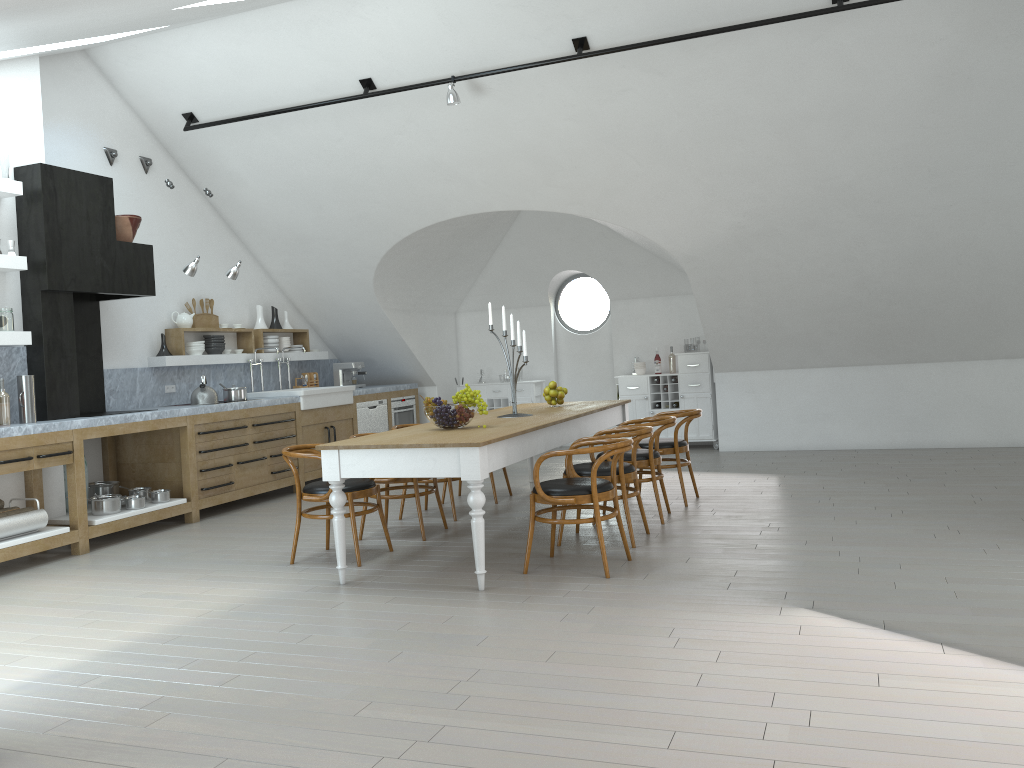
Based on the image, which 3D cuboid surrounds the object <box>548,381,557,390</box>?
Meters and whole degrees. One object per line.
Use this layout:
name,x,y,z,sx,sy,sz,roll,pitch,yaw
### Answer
object,0.338,0.010,7.323,0.072,0.074,0.072,-3,1,21

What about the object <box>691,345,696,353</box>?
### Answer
object,2.178,-0.420,10.703,0.077,0.085,0.077,-3,1,29

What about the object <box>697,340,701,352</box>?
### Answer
object,2.250,-0.455,10.669,0.046,0.143,0.046,-3,0,32

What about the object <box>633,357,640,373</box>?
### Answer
object,1.567,-0.242,11.184,0.115,0.209,0.065,-3,0,23

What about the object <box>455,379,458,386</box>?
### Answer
object,-0.697,0.050,11.564,0.088,0.269,0.029,-3,0,-6

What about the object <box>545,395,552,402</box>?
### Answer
object,0.297,0.116,7.288,0.059,0.056,0.059,-3,1,16

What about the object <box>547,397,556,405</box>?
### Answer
object,0.328,0.137,7.356,0.080,0.074,0.078,-4,1,-24

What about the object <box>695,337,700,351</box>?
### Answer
object,2.269,-0.480,10.826,0.063,0.187,0.063,-3,0,7

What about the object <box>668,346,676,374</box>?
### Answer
object,1.954,-0.293,10.814,0.085,0.331,0.085,-3,0,-20

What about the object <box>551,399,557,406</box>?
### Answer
object,0.346,0.152,7.291,0.049,0.050,0.051,-3,1,25

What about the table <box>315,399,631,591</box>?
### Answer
table,-0.011,0.640,6.371,1.018,0.799,3.352,-3,2,21

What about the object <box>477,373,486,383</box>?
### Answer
object,-0.404,-0.074,11.709,0.101,0.138,0.067,-3,0,21

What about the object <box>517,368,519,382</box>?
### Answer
object,0.069,-0.117,11.425,0.054,0.179,0.054,-3,0,-2

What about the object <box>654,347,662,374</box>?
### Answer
object,1.788,-0.285,10.884,0.081,0.329,0.081,-3,0,17

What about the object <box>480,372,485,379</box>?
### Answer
object,-0.401,-0.094,11.716,0.097,0.137,0.029,-3,0,24

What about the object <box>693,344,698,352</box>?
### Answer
object,2.232,-0.432,10.765,0.071,0.098,0.071,-3,1,29

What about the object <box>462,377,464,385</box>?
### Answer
object,-0.646,0.047,11.544,0.029,0.269,0.088,-3,0,-42

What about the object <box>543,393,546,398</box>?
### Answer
object,0.288,0.088,7.371,0.062,0.059,0.062,-3,1,25

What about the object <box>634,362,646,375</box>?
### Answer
object,1.582,-0.189,10.939,0.158,0.160,0.154,-4,1,-41

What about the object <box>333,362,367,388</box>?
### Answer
object,-1.930,-0.105,10.814,0.386,0.320,0.324,-3,1,21

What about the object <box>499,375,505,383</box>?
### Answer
object,-0.127,-0.066,11.351,0.081,0.105,0.082,-3,1,34

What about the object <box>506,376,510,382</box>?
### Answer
object,-0.040,-0.061,11.357,0.077,0.085,0.077,-3,1,9

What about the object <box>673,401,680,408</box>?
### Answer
object,2.005,0.248,10.775,0.081,0.081,0.359,-3,2,19

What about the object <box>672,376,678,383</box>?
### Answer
object,1.989,-0.055,10.768,0.087,0.085,0.360,-3,2,21

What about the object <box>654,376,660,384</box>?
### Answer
object,1.799,-0.051,10.851,0.092,0.094,0.359,-3,2,22

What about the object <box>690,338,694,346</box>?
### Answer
object,2.206,-0.473,10.831,0.054,0.179,0.054,-3,0,15

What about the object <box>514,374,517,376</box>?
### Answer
object,0.042,-0.073,11.362,0.071,0.098,0.071,-3,1,44

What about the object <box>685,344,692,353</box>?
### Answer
object,2.120,-0.425,10.638,0.082,0.105,0.081,-4,1,-31

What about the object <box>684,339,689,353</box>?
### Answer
object,2.111,-0.459,10.719,0.048,0.169,0.048,-4,0,-36

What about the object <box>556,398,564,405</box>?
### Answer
object,0.400,0.140,7.335,0.063,0.063,0.064,-3,1,32

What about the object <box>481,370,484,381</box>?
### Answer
object,-0.389,-0.107,11.692,0.039,0.164,0.024,-3,0,34

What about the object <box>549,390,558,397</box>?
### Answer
object,0.340,0.077,7.257,0.071,0.064,0.072,-3,1,14

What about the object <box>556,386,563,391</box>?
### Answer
object,0.392,0.047,7.311,0.058,0.057,0.053,-3,1,36

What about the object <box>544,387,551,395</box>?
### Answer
object,0.293,0.061,7.312,0.066,0.071,0.072,-4,1,-10

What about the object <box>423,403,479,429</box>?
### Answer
object,-0.384,0.207,5.638,0.360,0.159,0.360,-3,2,1

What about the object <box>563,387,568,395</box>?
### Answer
object,0.433,0.060,7.351,0.063,0.063,0.062,-4,1,-16

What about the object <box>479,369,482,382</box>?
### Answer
object,-0.414,-0.109,11.717,0.039,0.175,0.054,-3,0,21

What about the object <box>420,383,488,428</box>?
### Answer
object,-0.369,0.144,5.615,0.394,0.284,0.292,-4,1,-15

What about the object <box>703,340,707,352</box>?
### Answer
object,2.323,-0.459,10.676,0.046,0.143,0.046,-3,0,32

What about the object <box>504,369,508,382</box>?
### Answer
object,-0.076,-0.103,11.414,0.048,0.169,0.048,-3,0,9

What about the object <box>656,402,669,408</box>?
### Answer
object,1.846,0.252,10.844,0.156,0.085,0.331,-3,2,22

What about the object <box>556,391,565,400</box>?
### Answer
object,0.400,0.093,7.278,0.071,0.072,0.070,-4,1,-14

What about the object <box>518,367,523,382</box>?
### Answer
object,0.110,-0.122,11.376,0.063,0.187,0.063,-3,0,6

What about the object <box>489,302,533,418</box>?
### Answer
object,-0.009,-0.201,6.530,0.265,0.875,0.775,-3,1,-5

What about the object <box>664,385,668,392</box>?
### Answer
object,1.902,0.055,10.821,0.085,0.085,0.331,-3,2,21
